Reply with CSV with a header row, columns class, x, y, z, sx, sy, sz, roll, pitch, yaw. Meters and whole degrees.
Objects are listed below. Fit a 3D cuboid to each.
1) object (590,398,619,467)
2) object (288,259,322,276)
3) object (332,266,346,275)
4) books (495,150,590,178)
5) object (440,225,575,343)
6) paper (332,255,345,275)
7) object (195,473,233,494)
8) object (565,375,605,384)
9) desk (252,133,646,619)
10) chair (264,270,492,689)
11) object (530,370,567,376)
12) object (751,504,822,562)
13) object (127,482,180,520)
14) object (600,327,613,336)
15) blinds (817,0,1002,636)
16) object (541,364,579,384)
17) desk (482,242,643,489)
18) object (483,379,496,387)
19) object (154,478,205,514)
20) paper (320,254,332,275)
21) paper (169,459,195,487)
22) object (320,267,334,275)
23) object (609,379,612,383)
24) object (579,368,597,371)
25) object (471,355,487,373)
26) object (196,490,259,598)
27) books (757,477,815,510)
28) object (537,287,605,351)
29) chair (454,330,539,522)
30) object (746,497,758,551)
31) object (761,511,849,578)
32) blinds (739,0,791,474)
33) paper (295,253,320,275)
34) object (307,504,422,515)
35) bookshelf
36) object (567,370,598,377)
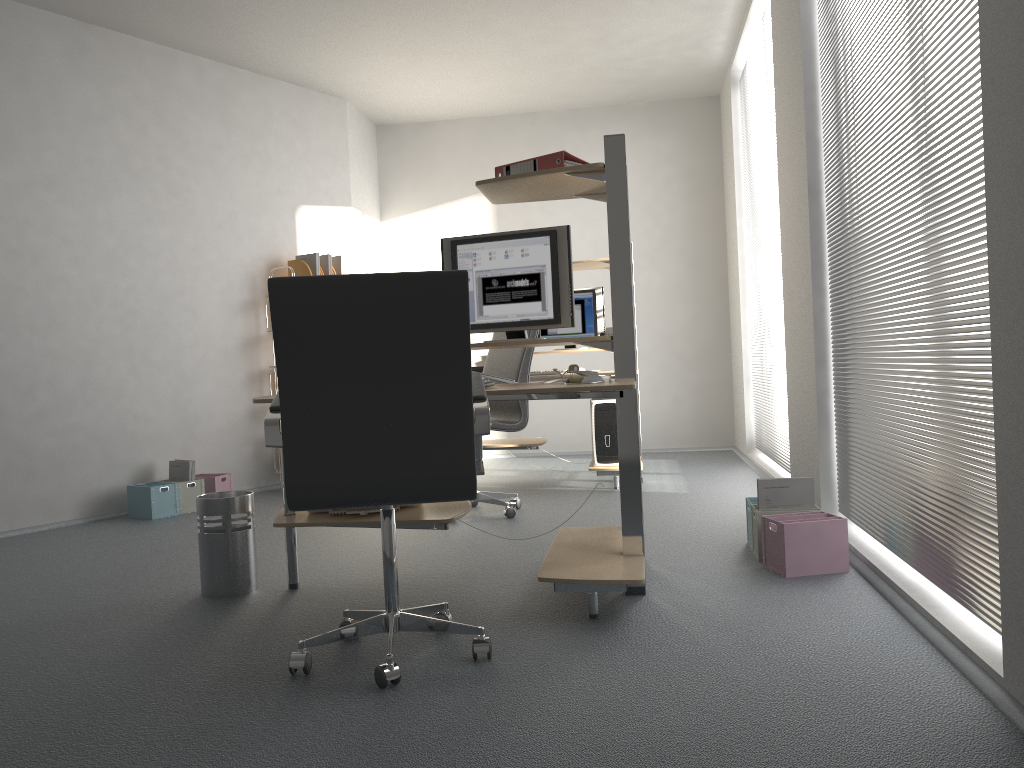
class,x,y,z,sx,sy,sz,roll,pitch,yaw
object,0.630,0.304,5.792,0.199,0.422,0.471,-3,1,8
object,-1.480,-0.765,6.377,0.243,0.259,0.113,-2,1,33
object,-1.333,-0.776,6.577,0.243,0.259,0.113,-2,2,39
books,0.143,-0.784,3.302,0.320,0.072,0.262,-2,2,40
object,0.010,-0.368,3.411,0.516,0.418,0.245,-2,1,30
paper,-1.323,-0.797,6.593,0.213,0.297,0.045,-2,2,39
object,-1.959,0.690,5.721,0.245,0.202,0.185,-2,1,17
object,0.238,-0.015,2.910,0.132,0.026,0.132,-3,1,8
desk,-0.298,-0.030,3.170,1.469,1.566,0.967,-3,1,8
chair,-0.356,0.246,2.491,0.584,1.048,0.652,-3,1,-5
object,0.206,-0.052,6.023,0.478,0.082,0.814,-2,1,16
object,1.082,0.587,3.497,0.245,0.202,0.185,-3,1,8
object,-2.171,0.708,5.369,0.245,0.202,0.185,-2,1,35
object,0.659,-0.310,5.898,0.154,0.135,0.093,-2,2,45
blinds,1.248,-0.794,2.929,0.022,2.770,1.950,-3,1,8
object,0.185,-0.037,3.192,0.159,0.064,0.054,-3,1,-25
desk,0.100,-0.106,5.935,1.469,1.566,0.967,-3,1,8
object,-0.227,0.026,3.280,0.478,0.082,0.814,-2,1,16
object,-2.065,0.699,5.521,0.245,0.202,0.185,-2,1,35
paper,-1.400,-0.791,6.496,0.213,0.297,0.045,-2,1,36
paper,-2.060,0.628,5.531,0.220,0.306,0.068,-2,1,35
object,-1.410,-0.770,6.479,0.243,0.259,0.113,-2,1,36
object,0.321,-0.011,2.901,0.011,0.011,0.158,-3,1,5
object,0.547,-0.071,6.003,0.168,0.088,0.742,-3,1,10
object,-0.321,-0.123,6.238,0.438,0.162,0.351,-3,1,0
object,-1.079,0.607,3.368,0.208,0.377,0.208,-4,2,-38
books,1.076,0.517,3.480,0.220,0.306,0.068,-3,1,9
object,0.403,-0.444,6.154,0.516,0.418,0.245,-2,1,23
chair,-0.217,0.190,4.872,0.652,1.048,0.584,-3,1,-26
object,1.109,0.582,3.680,0.245,0.202,0.185,-3,1,8
object,1.077,0.592,3.270,0.245,0.202,0.185,-3,1,-10
blinds,1.646,-0.871,5.701,0.037,2.749,1.950,-3,1,8
paper,-1.471,-0.785,6.394,0.213,0.297,0.045,-2,1,33
object,-0.560,0.398,3.364,0.438,0.162,0.351,-3,1,-7
bookshelf,-1.406,-0.042,6.445,0.381,1.572,0.724,-2,1,36
object,0.248,-0.027,3.107,0.134,0.042,0.022,-4,2,-40
